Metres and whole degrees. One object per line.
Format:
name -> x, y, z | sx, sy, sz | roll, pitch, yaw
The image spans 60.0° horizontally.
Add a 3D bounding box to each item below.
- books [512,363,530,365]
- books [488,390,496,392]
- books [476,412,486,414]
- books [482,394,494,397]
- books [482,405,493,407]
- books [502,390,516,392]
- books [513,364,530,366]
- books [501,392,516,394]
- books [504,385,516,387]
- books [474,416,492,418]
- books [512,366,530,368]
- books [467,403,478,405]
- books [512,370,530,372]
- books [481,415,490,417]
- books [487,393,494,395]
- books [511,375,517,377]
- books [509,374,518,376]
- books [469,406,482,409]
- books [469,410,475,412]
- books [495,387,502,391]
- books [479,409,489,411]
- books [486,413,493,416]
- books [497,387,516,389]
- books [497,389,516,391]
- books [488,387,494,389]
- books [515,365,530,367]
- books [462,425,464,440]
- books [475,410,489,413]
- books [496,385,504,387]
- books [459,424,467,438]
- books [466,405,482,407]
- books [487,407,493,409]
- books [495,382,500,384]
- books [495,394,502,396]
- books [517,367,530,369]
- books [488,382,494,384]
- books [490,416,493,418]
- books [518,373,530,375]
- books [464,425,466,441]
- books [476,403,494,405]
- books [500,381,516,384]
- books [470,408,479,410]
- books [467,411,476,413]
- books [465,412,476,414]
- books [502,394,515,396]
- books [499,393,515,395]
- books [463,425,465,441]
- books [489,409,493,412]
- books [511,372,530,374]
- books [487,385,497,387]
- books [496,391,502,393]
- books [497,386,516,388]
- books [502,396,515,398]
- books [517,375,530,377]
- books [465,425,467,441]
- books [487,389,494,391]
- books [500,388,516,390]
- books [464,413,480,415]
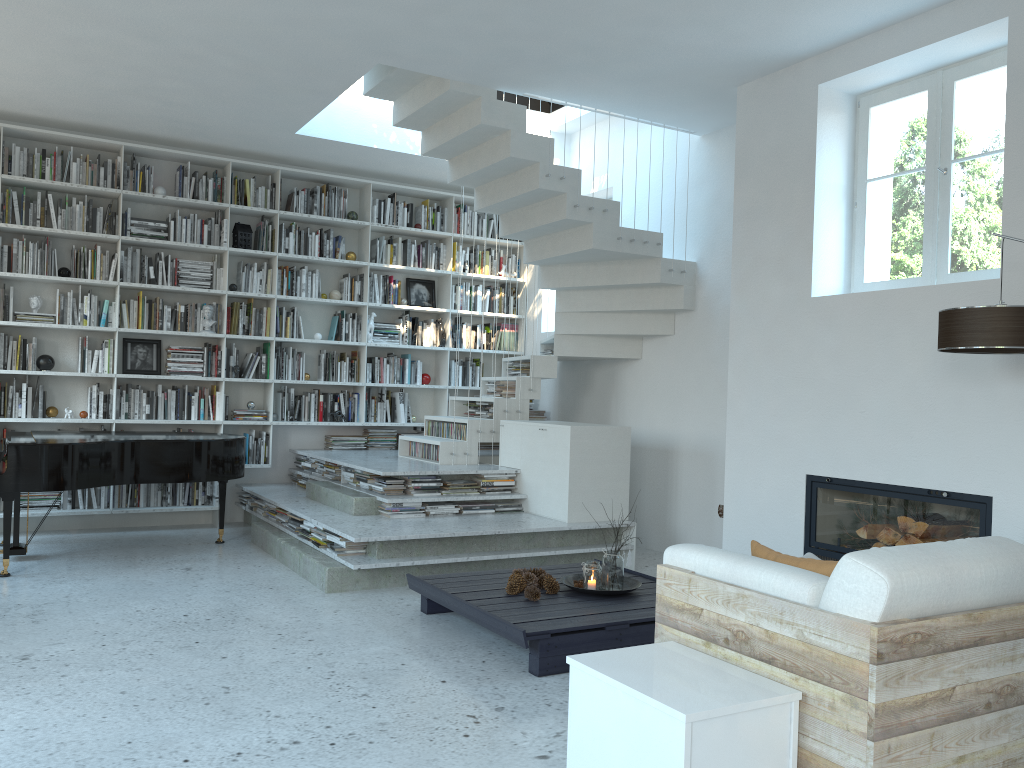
books -> 0.127, -0.173, 7.671 | 0.191, 0.013, 0.243 | 2, -1, -19
books -> -0.102, 0.065, 7.900 | 0.160, 0.010, 0.179 | 2, -1, -27
books -> -0.183, 0.253, 7.621 | 0.175, 0.016, 0.207 | 2, -1, -35
books -> -0.114, 0.106, 7.893 | 0.190, 0.018, 0.287 | 2, -1, -31
books -> -0.160, 0.190, 7.632 | 0.133, 0.017, 0.178 | 2, -1, -26
books -> 0.024, 0.063, 7.370 | 0.214, 0.014, 0.138 | 2, -1, -2
books -> 0.135, -0.162, 7.674 | 0.174, 0.009, 0.240 | 2, -1, -21
books -> 0.024, 0.076, 7.383 | 0.222, 0.011, 0.180 | 2, -1, 2
books -> 0.026, 0.016, 7.387 | 0.184, 0.016, 0.179 | 2, -1, -1
books -> -0.189, 0.283, 7.617 | 0.191, 0.004, 0.223 | 2, -1, -34
books -> 0.131, -0.143, 7.673 | 0.176, 0.007, 0.254 | 2, -1, -22
books -> -0.281, 0.175, 7.820 | 0.161, 0.012, 0.195 | 2, -1, -32
books -> 0.121, -0.110, 7.670 | 0.191, 0.014, 0.243 | 2, -1, -17
books -> -0.169, 0.276, 7.629 | 0.137, 0.013, 0.198 | 2, -1, -23
books -> -0.093, 0.090, 7.906 | 0.136, 0.017, 0.288 | 2, -1, -32
books -> 0.088, -0.066, 7.969 | 0.146, 0.014, 0.211 | 2, -1, -15
books -> 0.081, -0.080, 7.967 | 0.149, 0.014, 0.228 | 2, -1, -18
books -> -0.278, 0.208, 7.823 | 0.140, 0.022, 0.181 | 2, -1, -36
books -> -0.279, 0.236, 7.823 | 0.145, 0.015, 0.166 | 2, -1, -35
books -> -0.027, 0.043, 7.615 | 0.178, 0.035, 0.222 | 2, -1, -25
books -> -0.172, 0.225, 7.627 | 0.150, 0.013, 0.219 | 2, -1, -24
books -> -0.125, 0.251, 7.339 | 0.172, 0.019, 0.240 | 2, -1, -5
books -> 0.025, 0.035, 7.369 | 0.295, 0.007, 0.146 | 2, -1, 1
books -> 0.024, 0.053, 7.370 | 0.295, 0.006, 0.146 | 2, -1, 5
books -> -0.092, 0.039, 7.905 | 0.143, 0.019, 0.230 | 2, -1, -31
books -> 0.144, -0.151, 7.678 | 0.144, 0.011, 0.257 | 2, -1, -23
books -> -0.335, 0.391, 7.098 | 0.125, 0.123, 0.036 | 2, 0, -30
books -> -0.183, 0.238, 7.620 | 0.184, 0.014, 0.225 | 2, -1, -32
books -> -0.041, 0.019, 7.644 | 0.159, 0.012, 0.129 | 2, -1, -15
books -> -0.368, 0.389, 7.156 | 0.125, 0.125, 0.008 | 2, 0, -30
books -> -0.283, 0.192, 7.819 | 0.159, 0.009, 0.208 | 2, -1, -34
books -> -0.112, 0.199, 7.340 | 0.168, 0.014, 0.212 | 2, -1, -10
books -> -0.032, -0.008, 7.628 | 0.166, 0.017, 0.190 | 2, -1, -27
books -> -0.048, 0.099, 7.653 | 0.184, 0.016, 0.128 | 2, -1, -22
books -> 0.141, -0.132, 7.676 | 0.154, 0.014, 0.196 | 2, -1, -17
books -> -0.100, -0.005, 7.900 | 0.157, 0.014, 0.180 | 2, -1, -34
books -> -0.105, 0.269, 7.342 | 0.136, 0.017, 0.288 | 2, -1, -7
books -> 0.149, -0.081, 7.680 | 0.130, 0.014, 0.249 | 2, -1, -17
books -> -0.320, 0.391, 7.071 | 0.125, 0.123, 0.036 | 2, 0, -30
books -> -0.181, 0.173, 7.620 | 0.177, 0.014, 0.194 | 2, -1, -35
books -> 0.027, -0.009, 7.380 | 0.234, 0.025, 0.157 | 2, -1, 8
books -> -0.272, 0.224, 7.826 | 0.132, 0.010, 0.198 | 2, -1, -26
books -> -0.292, 0.249, 7.816 | 0.159, 0.012, 0.225 | 2, -1, -22
books -> -0.289, 0.260, 7.817 | 0.158, 0.009, 0.216 | 2, -1, -36
books -> 0.024, 0.095, 7.386 | 0.215, 0.013, 0.189 | 2, -1, 3
books -> 0.024, 0.085, 7.396 | 0.254, 0.007, 0.189 | 2, -1, -2
books -> -0.328, 0.391, 7.084 | 0.125, 0.123, 0.034 | 2, 0, -30
books -> -0.101, 0.221, 7.343 | 0.141, 0.028, 0.222 | 2, -1, -11
books -> 0.122, -0.096, 7.670 | 0.182, 0.013, 0.287 | 2, -1, -16
books -> -0.096, 0.021, 7.903 | 0.149, 0.017, 0.239 | 2, -1, -32
books -> -0.041, 0.071, 7.641 | 0.139, 0.013, 0.155 | 2, -1, -28
books -> 0.025, 0.028, 7.369 | 0.295, 0.007, 0.146 | 2, -1, 5
books -> 0.023, 0.107, 7.392 | 0.206, 0.012, 0.183 | 2, -1, -2
books -> 0.148, -0.068, 7.680 | 0.136, 0.013, 0.258 | 2, -1, -18
books -> -0.312, 0.391, 7.058 | 0.125, 0.123, 0.034 | 2, 0, -30
books -> -0.093, 0.055, 7.905 | 0.145, 0.012, 0.297 | 2, -1, -31
books -> 0.025, 0.044, 7.385 | 0.231, 0.011, 0.171 | 2, -1, 7
books -> -0.296, 0.267, 7.813 | 0.189, 0.007, 0.195 | 2, -1, -32
